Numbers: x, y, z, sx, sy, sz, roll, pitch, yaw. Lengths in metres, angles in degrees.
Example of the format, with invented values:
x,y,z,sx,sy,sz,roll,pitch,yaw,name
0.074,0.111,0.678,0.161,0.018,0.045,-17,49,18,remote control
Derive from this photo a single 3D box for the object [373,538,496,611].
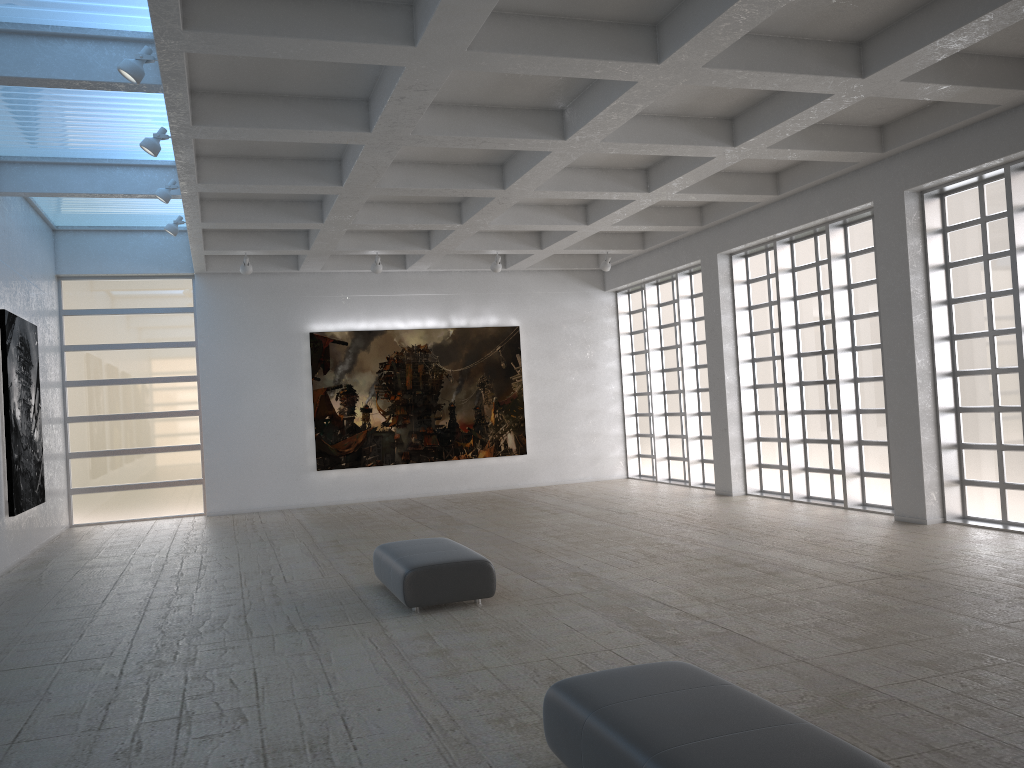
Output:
x,y,z,sx,sy,sz,roll,pitch,yaw,name
-1.477,3.371,16.017,1.616,0.828,3.044,-3,-1,-18,object

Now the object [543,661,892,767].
x,y,z,sx,sy,sz,roll,pitch,yaw,name
1.496,2.992,6.981,1.616,0.828,3.044,-3,-1,-18,object
